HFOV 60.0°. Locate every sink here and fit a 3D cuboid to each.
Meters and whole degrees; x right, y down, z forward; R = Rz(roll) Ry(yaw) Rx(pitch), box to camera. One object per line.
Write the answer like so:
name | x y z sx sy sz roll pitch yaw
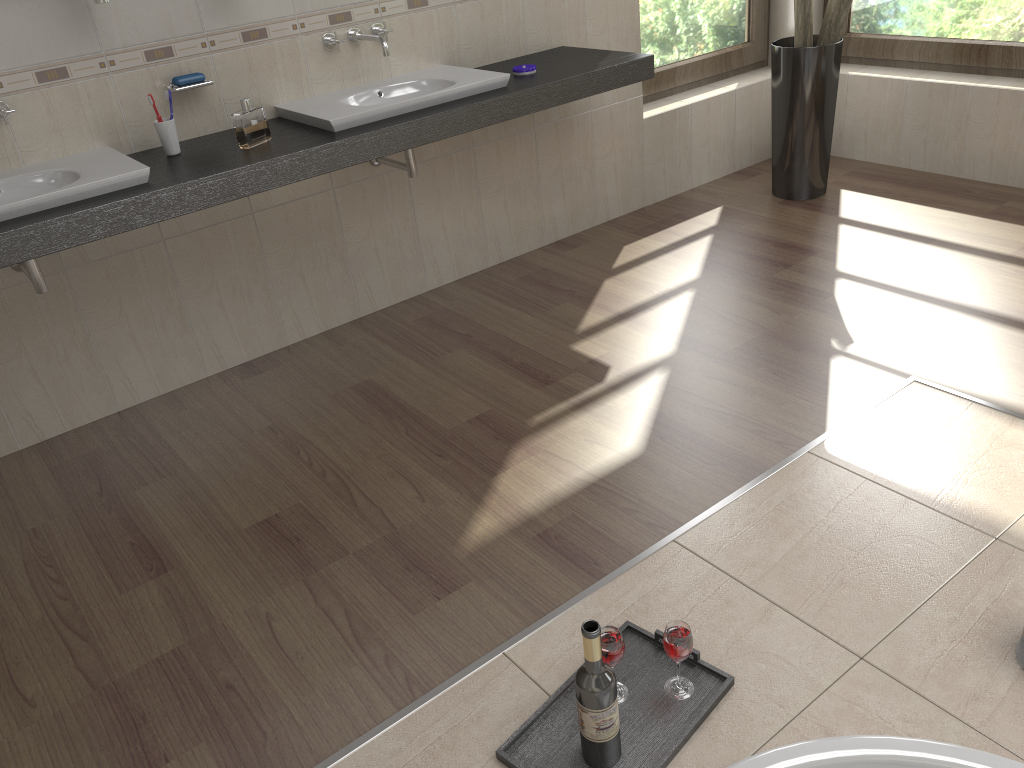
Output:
sink | -1.320 -0.386 2.380 0.670 0.288 0.403 -26 34 -29
sink | -0.375 -0.837 2.966 0.670 0.288 0.403 -26 34 -29

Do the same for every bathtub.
bathtub | 0.921 1.324 0.900 1.754 0.674 1.751 -2 30 9

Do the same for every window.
window | 0.790 -2.292 3.781 0.998 1.934 0.117 -26 34 -29
window | 1.810 -2.300 3.572 0.117 1.934 1.124 -26 34 -29

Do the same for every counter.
counter | -0.915 -0.612 2.555 3.220 0.080 0.510 -26 34 -29

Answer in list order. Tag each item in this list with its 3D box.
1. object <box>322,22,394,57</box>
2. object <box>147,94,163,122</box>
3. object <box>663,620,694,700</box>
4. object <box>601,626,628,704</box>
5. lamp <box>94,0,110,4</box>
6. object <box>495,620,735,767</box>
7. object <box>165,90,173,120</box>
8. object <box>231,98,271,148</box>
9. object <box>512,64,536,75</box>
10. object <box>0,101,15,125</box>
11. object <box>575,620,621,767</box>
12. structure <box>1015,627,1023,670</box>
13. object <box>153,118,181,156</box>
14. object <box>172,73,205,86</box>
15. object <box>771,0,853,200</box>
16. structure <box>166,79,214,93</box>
object | -0.465 -1.119 2.893 0.245 0.082 0.211 -26 34 -29
object | -0.999 -0.736 2.521 0.012 0.178 0.050 -5 30 4
object | 0.309 0.510 1.644 0.055 0.153 0.055 -30 37 -35
object | 0.185 0.522 1.650 0.055 0.153 0.055 -30 37 -35
lamp | -1.105 -1.104 2.299 0.068 0.215 0.131 -26 34 -29
object | 0.195 0.607 1.634 0.250 0.040 0.400 20 39 39
object | -0.983 -0.752 2.549 0.054 0.175 0.012 -11 30 -8
object | -0.756 -0.757 2.561 0.040 0.130 0.100 9 33 27
object | 0.044 -1.096 3.093 0.083 0.020 0.083 -17 31 -17
object | -1.410 -0.668 2.308 0.245 0.082 0.211 -26 34 -29
object | 0.143 0.522 1.503 0.070 0.307 0.070 4 31 19
structure | 1.015 0.461 1.619 0.150 0.131 0.150 -23 33 -25
object | -0.994 -0.714 2.567 0.058 0.100 0.058 -19 32 -21
object | -0.963 -0.907 2.640 0.090 0.027 0.060 -24 34 -27
object | 1.226 -1.379 3.715 0.343 1.209 0.413 -26 34 -29
structure | -0.966 -0.894 2.656 0.124 0.034 0.092 -26 34 -29
